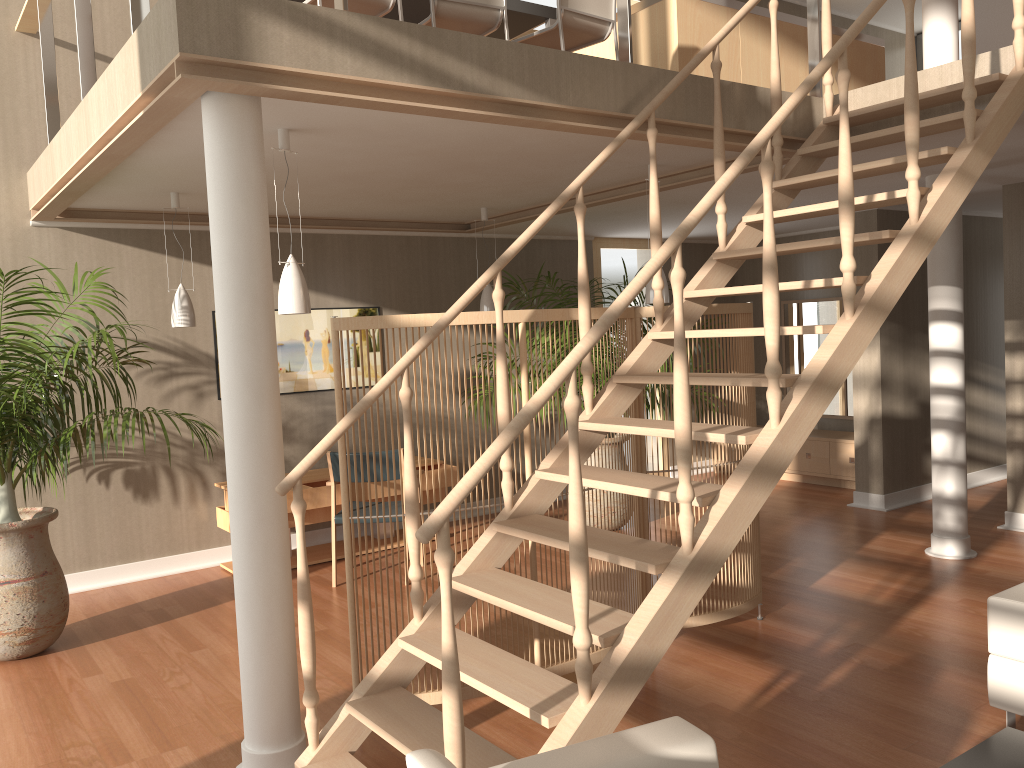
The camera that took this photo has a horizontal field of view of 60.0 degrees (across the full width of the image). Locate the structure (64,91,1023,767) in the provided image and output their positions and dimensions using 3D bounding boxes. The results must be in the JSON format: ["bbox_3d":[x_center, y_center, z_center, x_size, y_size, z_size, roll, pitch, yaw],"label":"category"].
[{"bbox_3d":[2.637,-0.108,4.556,10.775,2.533,8.342,-5,4,-35],"label":"structure"}]

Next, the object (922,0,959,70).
[{"bbox_3d":[2.627,-2.802,5.463,0.200,2.400,0.200,-5,4,-35],"label":"object"}]

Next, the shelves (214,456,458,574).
[{"bbox_3d":[-1.227,0.936,6.414,1.600,0.590,0.658,-5,4,-35],"label":"shelves"}]

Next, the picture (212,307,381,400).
[{"bbox_3d":[-1.571,-0.250,6.672,1.317,0.633,0.010,-5,4,-35],"label":"picture"}]

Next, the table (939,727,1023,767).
[{"bbox_3d":[1.577,1.213,1.960,0.700,0.293,1.260,-5,4,-35],"label":"table"}]

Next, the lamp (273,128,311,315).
[{"bbox_3d":[-0.973,-0.706,3.871,0.139,0.800,0.139,-4,4,-21],"label":"lamp"}]

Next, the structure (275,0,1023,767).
[{"bbox_3d":[0.726,-0.467,3.344,3.150,3.578,1.000,-5,4,-35],"label":"structure"}]

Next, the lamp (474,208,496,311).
[{"bbox_3d":[-0.188,-0.903,6.579,0.139,0.800,0.139,-1,4,29],"label":"lamp"}]

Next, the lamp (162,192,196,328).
[{"bbox_3d":[-1.989,-0.741,5.304,0.139,0.800,0.139,-1,4,29],"label":"lamp"}]

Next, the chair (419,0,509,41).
[{"bbox_3d":[-0.309,-1.807,4.621,0.430,0.796,0.496,-5,4,-30],"label":"chair"}]

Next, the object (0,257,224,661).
[{"bbox_3d":[-2.670,0.485,4.578,2.109,2.304,2.157,-6,5,-42],"label":"object"}]

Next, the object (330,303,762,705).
[{"bbox_3d":[0.352,0.438,3.926,2.229,1.542,0.233,-5,4,-30],"label":"object"}]

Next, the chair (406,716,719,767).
[{"bbox_3d":[0.208,1.080,1.663,0.905,0.740,0.900,-4,4,-25],"label":"chair"}]

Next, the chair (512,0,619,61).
[{"bbox_3d":[0.278,-1.849,4.851,0.430,0.796,0.496,-6,4,-40],"label":"chair"}]

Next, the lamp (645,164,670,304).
[{"bbox_3d":[0.829,-0.869,5.146,0.139,0.800,0.139,-3,3,0],"label":"lamp"}]

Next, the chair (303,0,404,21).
[{"bbox_3d":[-0.816,-1.761,4.270,0.430,0.796,0.496,-5,4,-35],"label":"chair"}]

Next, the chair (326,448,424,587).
[{"bbox_3d":[-0.892,0.832,5.810,0.582,0.856,0.509,-3,3,5],"label":"chair"}]

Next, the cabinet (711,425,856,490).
[{"bbox_3d":[2.812,0.692,8.516,0.500,0.458,1.911,-5,4,-35],"label":"cabinet"}]

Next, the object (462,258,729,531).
[{"bbox_3d":[0.633,0.188,6.890,2.109,2.304,2.157,0,5,43],"label":"object"}]

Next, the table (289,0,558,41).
[{"bbox_3d":[-0.702,-1.785,5.091,1.800,0.740,0.900,-5,4,-35],"label":"table"}]

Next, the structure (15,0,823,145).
[{"bbox_3d":[-0.736,-1.864,5.102,3.300,0.900,3.475,-5,4,-35],"label":"structure"}]

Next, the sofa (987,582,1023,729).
[{"bbox_3d":[2.507,0.914,2.585,0.905,0.740,1.781,-5,4,-35],"label":"sofa"}]
